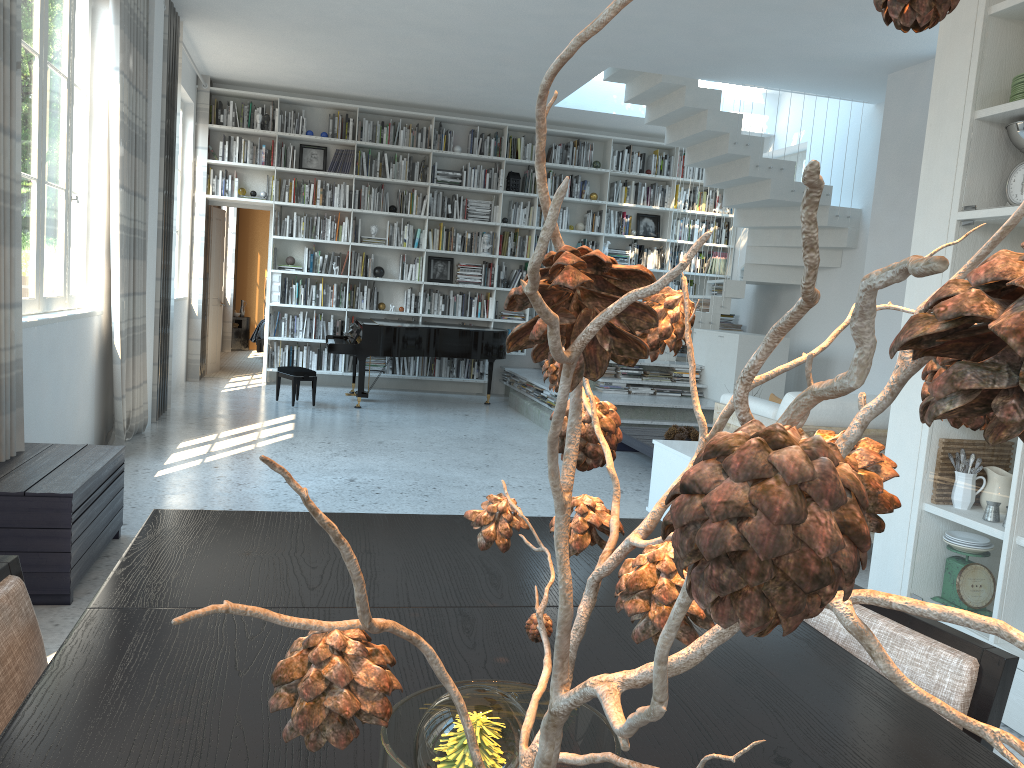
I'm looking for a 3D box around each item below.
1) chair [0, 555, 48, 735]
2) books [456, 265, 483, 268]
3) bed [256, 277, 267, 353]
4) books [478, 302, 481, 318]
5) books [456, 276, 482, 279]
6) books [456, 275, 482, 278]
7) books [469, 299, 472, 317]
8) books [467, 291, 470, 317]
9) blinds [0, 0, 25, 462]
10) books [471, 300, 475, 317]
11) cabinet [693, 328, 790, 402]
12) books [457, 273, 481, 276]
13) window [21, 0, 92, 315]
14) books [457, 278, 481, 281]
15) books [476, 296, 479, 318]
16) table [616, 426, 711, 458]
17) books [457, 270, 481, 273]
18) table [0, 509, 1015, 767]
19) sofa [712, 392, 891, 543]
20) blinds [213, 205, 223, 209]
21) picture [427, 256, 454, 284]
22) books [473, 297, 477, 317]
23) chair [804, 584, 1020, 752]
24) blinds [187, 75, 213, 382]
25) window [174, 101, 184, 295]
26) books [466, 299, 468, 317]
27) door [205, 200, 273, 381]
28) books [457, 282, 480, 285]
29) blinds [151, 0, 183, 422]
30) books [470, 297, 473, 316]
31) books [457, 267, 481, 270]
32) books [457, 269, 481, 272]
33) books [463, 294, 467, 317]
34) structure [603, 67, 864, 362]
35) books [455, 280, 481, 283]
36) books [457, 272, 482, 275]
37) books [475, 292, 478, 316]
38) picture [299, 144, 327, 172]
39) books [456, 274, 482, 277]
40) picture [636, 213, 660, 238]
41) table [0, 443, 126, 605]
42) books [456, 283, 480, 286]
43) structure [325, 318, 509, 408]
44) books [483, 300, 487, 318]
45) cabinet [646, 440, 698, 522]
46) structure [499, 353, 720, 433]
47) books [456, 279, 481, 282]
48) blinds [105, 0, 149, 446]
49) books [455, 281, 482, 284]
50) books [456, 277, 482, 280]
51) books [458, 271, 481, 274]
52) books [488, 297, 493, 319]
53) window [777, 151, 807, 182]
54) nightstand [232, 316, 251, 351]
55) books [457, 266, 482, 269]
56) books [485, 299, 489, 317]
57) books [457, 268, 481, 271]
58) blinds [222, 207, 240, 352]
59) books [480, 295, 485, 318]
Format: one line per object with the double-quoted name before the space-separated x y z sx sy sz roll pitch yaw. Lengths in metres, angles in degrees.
"chair" -0.473 0.681 1.166 0.570 0.783 0.479 4 6 -8
"books" -0.498 -1.379 10.375 0.285 0.012 0.159 3 6 -18
"bed" -2.874 -0.950 13.360 1.770 1.182 2.170 3 6 -13
"books" -0.397 -0.876 10.453 0.023 0.183 0.168 3 6 -13
"books" -0.510 -1.248 10.399 0.285 0.012 0.159 3 6 -12
"books" -0.509 -1.259 10.395 0.285 0.012 0.159 3 6 -11
"books" -0.507 -0.895 10.432 0.024 0.207 0.183 3 6 -13
"books" -0.522 -0.940 10.425 0.012 0.297 0.177 3 7 -13
"blinds" -1.915 -0.902 3.230 0.132 3.266 0.721 3 7 -14
"books" -0.470 -0.891 10.439 0.023 0.204 0.167 3 6 -13
"cabinet" 2.192 -0.169 8.721 0.551 0.669 0.991 3 6 -13
"books" -0.505 -1.282 10.387 0.254 0.012 0.160 3 6 -18
"window" -19.164 -10.551 9.154 32.807 18.566 18.503 4 6 -9
"books" -0.510 -1.223 10.393 0.254 0.012 0.160 3 6 -18
"books" -0.417 -0.916 10.468 0.014 0.256 0.144 3 7 -13
"table" 1.500 0.538 6.880 1.270 0.218 1.255 3 6 -13
"books" -0.504 -1.319 10.386 0.254 0.012 0.160 3 6 -16
"table" 0.019 0.773 0.889 1.086 0.737 2.196 3 6 -13
"sofa" 2.267 0.471 4.914 2.195 0.855 0.870 3 6 -13
"blinds" -3.686 -1.808 10.951 0.140 3.235 0.775 3 7 -13
"picture" -0.836 -1.333 10.363 0.300 0.300 0.077 3 7 -13
"books" -0.446 -0.905 10.443 0.023 0.235 0.174 3 6 -13
"chair" 0.316 0.724 1.350 0.570 0.783 0.479 2 7 -23
"blinds" -3.428 -1.672 9.812 0.140 3.235 0.775 3 7 -13
"window" -3.252 -1.806 8.345 0.073 2.012 1.980 3 6 -13
"books" -0.543 -0.896 10.436 0.021 0.203 0.128 3 6 -13
"door" -3.238 -1.079 10.370 0.834 1.983 0.785 3 7 -13
"books" -0.515 -1.176 10.405 0.254 0.012 0.160 3 6 -11
"blinds" -2.814 -1.348 7.111 0.140 3.235 0.775 3 7 -13
"books" -0.489 -0.909 10.445 0.014 0.235 0.154 3 6 -13
"books" -0.500 -1.355 10.380 0.254 0.012 0.160 3 6 -17
"books" -0.502 -1.331 10.383 0.254 0.012 0.160 3 6 -17
"books" -0.561 -0.926 10.413 0.028 0.265 0.161 3 6 -13
"structure" 1.828 -1.580 9.020 2.614 3.387 1.951 3 6 -13
"books" -0.514 -1.201 10.405 0.285 0.012 0.159 3 6 -14
"books" -0.504 -1.294 10.384 0.285 0.012 0.159 4 6 -8
"books" -0.428 -0.935 10.455 0.014 0.294 0.137 3 7 -13
"picture" -2.221 -2.511 9.894 0.300 0.300 0.077 3 7 -13
"books" -0.506 -1.270 10.387 0.285 0.012 0.159 4 6 -8
"picture" 1.668 -1.927 10.853 0.300 0.300 0.077 3 7 -13
"table" -1.901 0.518 3.494 0.524 0.416 0.924 3 6 -13
"books" -0.515 -1.164 10.402 0.254 0.012 0.160 3 6 -17
"structure" -0.969 -0.210 9.275 1.918 0.834 1.332 3 6 -13
"books" -0.329 -0.887 10.468 0.042 0.212 0.169 3 6 -13
"cabinet" 0.986 0.582 4.660 0.380 0.487 0.501 3 6 -13
"structure" 1.479 0.049 9.550 2.899 0.660 3.108 3 6 -13
"books" -0.511 -1.211 10.394 0.285 0.012 0.159 4 6 -8
"blinds" -2.516 -1.213 5.822 0.183 3.266 1.024 3 7 -14
"books" -0.513 -1.188 10.397 0.285 0.012 0.159 3 6 -18
"books" -0.512 -1.236 10.403 0.285 0.012 0.159 3 6 -13
"books" -0.504 -1.307 10.388 0.254 0.012 0.160 3 6 -10
"books" -0.269 -0.900 10.475 0.033 0.246 0.176 3 6 -13
"window" 3.210 -2.007 10.041 0.042 1.228 1.116 3 6 -13
"nightstand" -4.452 -0.808 13.922 0.650 0.519 0.430 3 6 -10
"books" -0.500 -1.368 10.383 0.285 0.012 0.159 3 6 -11
"books" -0.303 -0.888 10.475 0.011 0.217 0.166 3 6 -13
"books" -0.502 -1.343 10.384 0.254 0.012 0.160 3 6 -16
"blinds" -4.300 -2.132 13.652 0.140 3.235 0.775 3 7 -13
"books" -0.362 -0.920 10.467 0.026 0.272 0.174 3 6 -13
